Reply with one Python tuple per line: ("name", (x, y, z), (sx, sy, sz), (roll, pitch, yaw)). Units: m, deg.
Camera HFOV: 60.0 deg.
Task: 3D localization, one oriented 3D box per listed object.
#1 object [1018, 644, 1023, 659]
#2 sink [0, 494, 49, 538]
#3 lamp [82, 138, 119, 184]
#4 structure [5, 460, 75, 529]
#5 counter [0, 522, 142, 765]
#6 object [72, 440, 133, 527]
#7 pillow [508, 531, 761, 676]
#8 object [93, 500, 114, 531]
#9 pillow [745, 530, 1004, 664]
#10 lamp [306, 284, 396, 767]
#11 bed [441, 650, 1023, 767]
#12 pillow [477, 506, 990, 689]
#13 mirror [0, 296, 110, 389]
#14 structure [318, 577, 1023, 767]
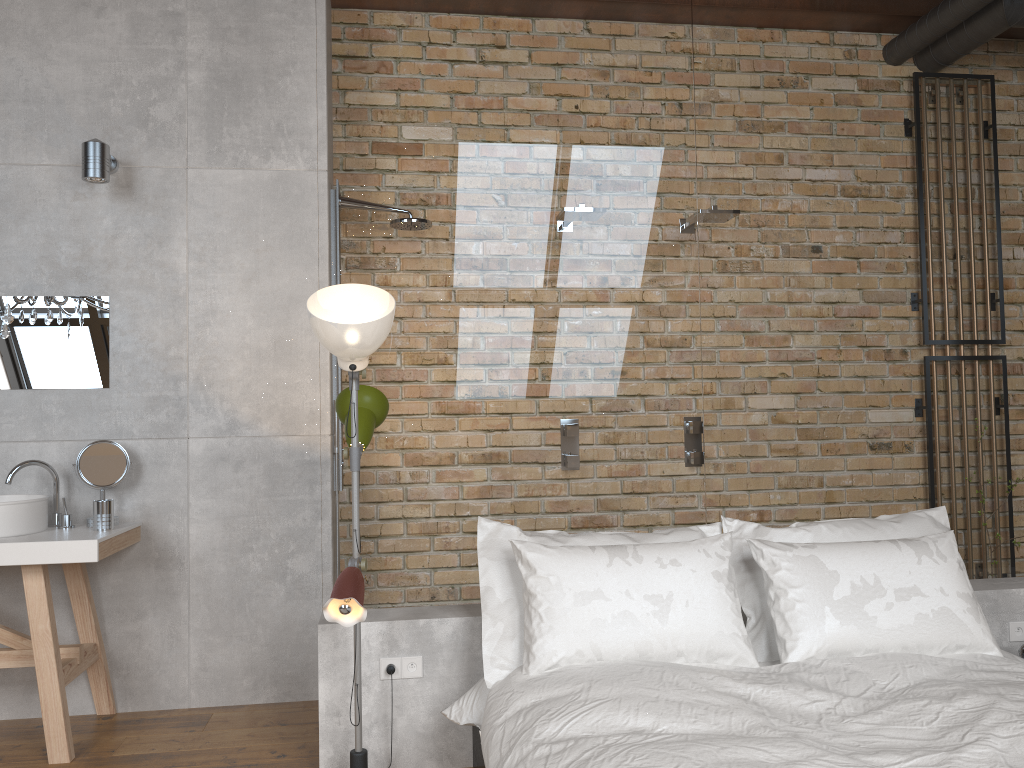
("object", (1.807, 0.930, 2.992), (0.170, 0.094, 0.160), (-1, -2, 3))
("sink", (-1.978, 0.495, 3.308), (0.442, 0.128, 0.445), (1, -3, -44))
("lamp", (-1.651, -0.882, 3.566), (0.101, 0.168, 0.243), (-1, -2, -8))
("structure", (-1.828, 0.428, 3.463), (0.242, 0.268, 0.141), (-1, -2, -13))
("counter", (-2.465, 0.948, 3.218), (2.011, 0.765, 0.630), (-1, -2, -8))
("object", (-1.620, 0.391, 3.512), (0.118, 0.338, 0.192), (-3, -3, 38))
("pillow", (0.371, 0.678, 2.743), (0.744, 0.397, 0.276), (-1, -2, -8))
("object", (-1.545, 0.496, 3.355), (0.073, 0.111, 0.073), (0, -2, -16))
("pillow", (1.157, 0.690, 2.858), (0.748, 0.385, 0.291), (-1, -2, -8))
("lamp", (-0.502, 0.482, 2.777), (0.270, 1.582, 0.561), (-1, -2, -11))
("bed", (1.047, 0.991, 2.033), (2.300, 0.442, 2.169), (-1, -2, -8))
("pillow", (0.751, 0.686, 2.967), (1.746, 0.517, 0.358), (-1, -2, -9))
("mirror", (-2.561, -0.159, 3.506), (1.838, 0.377, 0.007), (-1, -2, -8))
("structure", (0.752, 1.019, 3.191), (2.820, 0.494, 0.206), (-1, -2, -8))
